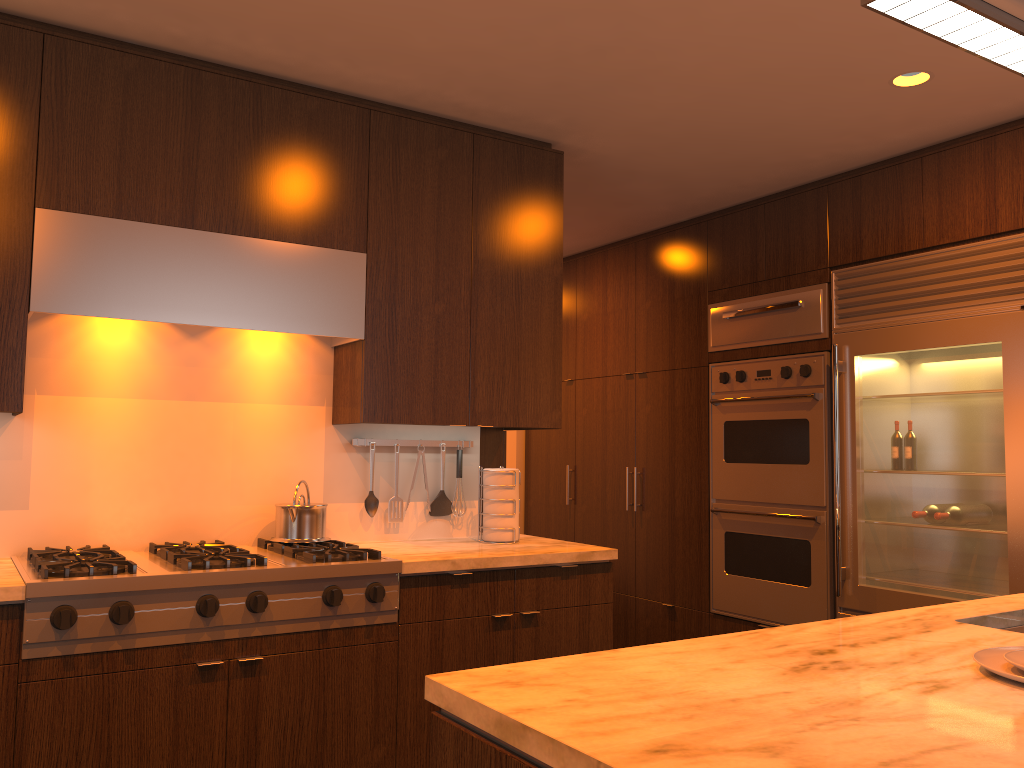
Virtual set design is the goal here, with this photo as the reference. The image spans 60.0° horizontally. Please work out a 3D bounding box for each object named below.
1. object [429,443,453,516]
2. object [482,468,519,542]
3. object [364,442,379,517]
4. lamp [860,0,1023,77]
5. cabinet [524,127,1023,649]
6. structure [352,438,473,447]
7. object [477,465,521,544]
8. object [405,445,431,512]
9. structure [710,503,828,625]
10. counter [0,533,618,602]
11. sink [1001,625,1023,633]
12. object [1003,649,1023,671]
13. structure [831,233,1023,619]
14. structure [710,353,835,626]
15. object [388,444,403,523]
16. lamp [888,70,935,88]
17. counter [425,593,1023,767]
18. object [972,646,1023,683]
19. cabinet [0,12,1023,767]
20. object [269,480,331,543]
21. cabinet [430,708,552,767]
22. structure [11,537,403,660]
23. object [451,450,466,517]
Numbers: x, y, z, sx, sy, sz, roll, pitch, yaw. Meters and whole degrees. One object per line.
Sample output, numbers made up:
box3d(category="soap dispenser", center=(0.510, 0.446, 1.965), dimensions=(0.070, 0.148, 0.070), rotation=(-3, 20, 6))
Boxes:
box3d(category="object", center=(-0.296, 0.398, 3.679), dimensions=(0.112, 0.303, 0.036), rotation=(3, -5, -32))
box3d(category="object", center=(-0.045, 0.483, 3.554), dimensions=(0.149, 0.286, 0.144), rotation=(-3, -6, 39))
box3d(category="object", center=(-0.552, 0.376, 3.496), dimensions=(0.061, 0.296, 0.020), rotation=(4, -5, -34))
box3d(category="lamp", center=(1.361, -0.794, 1.663), dimensions=(2.465, 0.765, 0.120), rotation=(3, -5, -32))
box3d(category="cabinet", center=(1.389, 0.386, 4.745), dimensions=(0.690, 2.540, 3.924), rotation=(3, -5, -32))
box3d(category="structure", center=(-0.394, 0.242, 3.616), dimensions=(0.541, 0.031, 0.048), rotation=(3, -5, -29))
box3d(category="object", center=(-0.055, 0.481, 3.556), dimensions=(0.160, 0.304, 0.168), rotation=(0, -4, 12))
box3d(category="object", center=(-0.380, 0.384, 3.607), dimensions=(0.114, 0.271, 0.008), rotation=(3, -5, -32))
box3d(category="structure", center=(1.234, 0.876, 4.335), dimensions=(0.064, 0.544, 0.710), rotation=(3, -5, -32))
box3d(category="counter", center=(-1.084, 0.543, 2.305), dimensions=(3.616, 0.038, 3.187), rotation=(3, -5, -32))
box3d(category="sink", center=(1.401, 0.656, 1.981), dimensions=(0.813, 0.176, 0.457), rotation=(3, -5, -32))
box3d(category="object", center=(0.926, 0.469, 1.448), dimensions=(0.217, 0.025, 0.216), rotation=(2, -5, -15))
box3d(category="structure", center=(1.941, 0.525, 3.786), dimensions=(0.687, 2.129, 0.915), rotation=(3, -5, -32))
box3d(category="structure", center=(1.501, 0.537, 4.528), dimensions=(0.687, 1.294, 0.743), rotation=(3, -5, -32))
box3d(category="object", center=(-0.464, 0.398, 3.554), dimensions=(0.066, 0.314, 0.004), rotation=(3, -5, -32))
box3d(category="lamp", center=(-6.288, -1.482, 0.050), dimensions=(16.431, 0.171, 5.868), rotation=(4, -5, -32))
box3d(category="counter", center=(1.347, 0.519, 1.605), dimensions=(2.711, 0.038, 1.280), rotation=(3, -5, -32))
box3d(category="object", center=(0.927, 0.472, 1.448), dimensions=(0.310, 0.021, 0.309), rotation=(3, -5, -32))
box3d(category="cabinet", center=(0.369, -0.078, 1.872), dimensions=(5.521, 2.997, 7.728), rotation=(3, -5, -32))
box3d(category="object", center=(-0.767, 0.458, 3.230), dimensions=(0.221, 0.218, 0.221), rotation=(-3, -6, 42))
box3d(category="cabinet", center=(1.342, 0.975, 1.569), dimensions=(2.713, 0.876, 1.281), rotation=(3, -5, -32))
box3d(category="structure", center=(-1.011, 0.557, 2.903), dimensions=(1.067, 0.422, 0.824), rotation=(3, -5, -32))
box3d(category="object", center=(-0.221, 0.416, 3.705), dimensions=(0.063, 0.281, 0.063), rotation=(-2, -5, 35))
